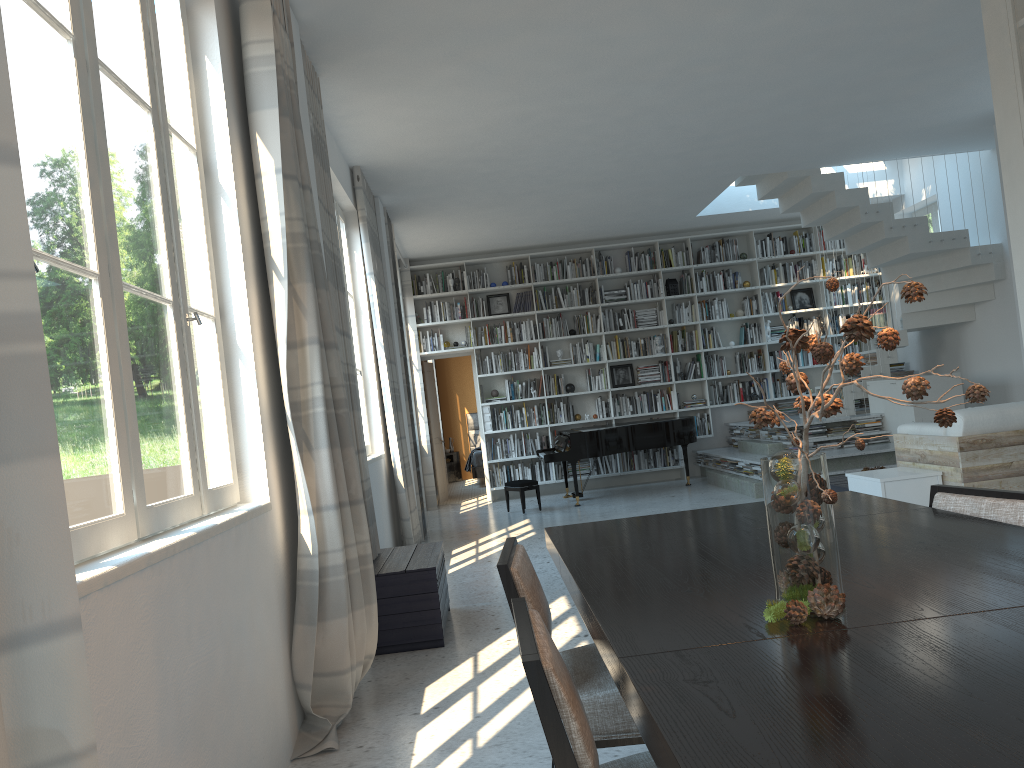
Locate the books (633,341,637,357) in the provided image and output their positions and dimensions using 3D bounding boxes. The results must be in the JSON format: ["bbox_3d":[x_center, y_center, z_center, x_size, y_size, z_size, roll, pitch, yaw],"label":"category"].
[{"bbox_3d":[1.601,-0.448,11.641,0.030,0.215,0.168,-7,-1,-2],"label":"books"}]

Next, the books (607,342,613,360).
[{"bbox_3d":[1.285,-0.426,11.633,0.042,0.242,0.162,-7,-1,-2],"label":"books"}]

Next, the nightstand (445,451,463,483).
[{"bbox_3d":[-1.228,1.491,15.730,0.650,0.518,0.431,-7,-1,1],"label":"nightstand"}]

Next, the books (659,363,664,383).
[{"bbox_3d":[1.955,-0.142,11.645,0.011,0.260,0.184,-7,-1,-2],"label":"books"}]

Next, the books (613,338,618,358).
[{"bbox_3d":[1.363,-0.455,11.652,0.010,0.284,0.136,-7,-1,-2],"label":"books"}]

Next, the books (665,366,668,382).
[{"bbox_3d":[2.019,-0.127,11.662,0.021,0.217,0.132,-7,-1,-2],"label":"books"}]

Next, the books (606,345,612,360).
[{"bbox_3d":[1.269,-0.407,11.620,0.053,0.208,0.156,-7,-1,-2],"label":"books"}]

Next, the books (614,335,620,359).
[{"bbox_3d":[1.375,-0.475,11.609,0.014,0.317,0.188,-7,-1,-2],"label":"books"}]

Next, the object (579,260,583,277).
[{"bbox_3d":[0.903,-1.493,11.644,0.010,0.246,0.157,-7,-1,-2],"label":"object"}]

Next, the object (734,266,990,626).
[{"bbox_3d":[0.562,0.100,1.507,0.317,0.601,0.542,-6,-1,-32],"label":"object"}]

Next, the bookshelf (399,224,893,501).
[{"bbox_3d":[1.851,-0.279,11.589,6.296,3.142,0.330,-7,-1,-2],"label":"bookshelf"}]

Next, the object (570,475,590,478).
[{"bbox_3d":[0.881,1.205,11.582,0.254,0.007,0.161,-7,-2,1],"label":"object"}]

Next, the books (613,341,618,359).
[{"bbox_3d":[1.347,-0.432,11.638,0.029,0.240,0.155,-7,-1,-2],"label":"books"}]

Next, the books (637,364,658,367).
[{"bbox_3d":[1.775,-0.239,11.644,0.254,0.012,0.161,-7,-2,2],"label":"books"}]

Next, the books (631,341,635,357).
[{"bbox_3d":[1.574,-0.446,11.639,0.024,0.216,0.175,-7,-1,-2],"label":"books"}]

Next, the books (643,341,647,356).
[{"bbox_3d":[1.733,-0.456,11.635,0.029,0.200,0.178,-7,-1,-2],"label":"books"}]

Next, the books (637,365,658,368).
[{"bbox_3d":[1.776,-0.227,11.646,0.254,0.012,0.161,-6,-2,-5],"label":"books"}]

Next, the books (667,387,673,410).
[{"bbox_3d":[2.074,0.193,11.654,0.011,0.300,0.149,-7,-1,-2],"label":"books"}]

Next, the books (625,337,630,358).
[{"bbox_3d":[1.513,-0.473,11.637,0.013,0.283,0.177,-7,-1,-2],"label":"books"}]

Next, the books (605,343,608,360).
[{"bbox_3d":[1.235,-0.416,11.644,0.011,0.235,0.142,-7,-1,-2],"label":"books"}]

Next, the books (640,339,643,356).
[{"bbox_3d":[1.683,-0.467,11.643,0.010,0.234,0.175,-7,-1,-2],"label":"books"}]

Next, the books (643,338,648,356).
[{"bbox_3d":[1.751,-0.481,11.626,0.012,0.245,0.186,-7,-1,-2],"label":"books"}]

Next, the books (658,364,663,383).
[{"bbox_3d":[1.943,-0.137,11.647,0.012,0.254,0.161,-7,-1,-2],"label":"books"}]

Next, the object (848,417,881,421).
[{"bbox_3d":[3.830,0.367,9.643,0.284,0.030,0.177,-7,-2,-2],"label":"object"}]

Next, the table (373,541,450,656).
[{"bbox_3d":[-0.637,1.170,4.913,0.523,0.415,0.926,-7,-2,-2],"label":"table"}]

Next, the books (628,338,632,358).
[{"bbox_3d":[1.534,-0.468,11.623,0.028,0.267,0.190,-7,-1,-2],"label":"books"}]

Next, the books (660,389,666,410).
[{"bbox_3d":[1.985,0.212,11.660,0.010,0.284,0.132,-7,-1,-2],"label":"books"}]

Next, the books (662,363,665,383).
[{"bbox_3d":[1.978,-0.142,11.657,0.013,0.256,0.163,-7,-1,-2],"label":"books"}]

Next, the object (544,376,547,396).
[{"bbox_3d":[0.432,0.028,11.609,0.012,0.270,0.130,-7,-1,-2],"label":"object"}]

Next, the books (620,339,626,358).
[{"bbox_3d":[1.456,-0.453,11.655,0.028,0.259,0.134,-7,-1,-2],"label":"books"}]

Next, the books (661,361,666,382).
[{"bbox_3d":[1.987,-0.159,11.657,0.011,0.288,0.152,-7,-1,-2],"label":"books"}]

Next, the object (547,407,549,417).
[{"bbox_3d":[0.464,0.401,11.590,0.012,0.254,0.161,-7,-1,-2],"label":"object"}]

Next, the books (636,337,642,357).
[{"bbox_3d":[1.670,-0.478,11.647,0.014,0.258,0.161,-7,-1,-2],"label":"books"}]

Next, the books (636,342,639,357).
[{"bbox_3d":[1.641,-0.444,11.654,0.050,0.199,0.145,-7,-1,-2],"label":"books"}]

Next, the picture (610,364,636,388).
[{"bbox_3d":[1.457,-0.106,11.684,0.300,0.299,0.077,-7,-1,-2],"label":"picture"}]

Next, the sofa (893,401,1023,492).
[{"bbox_3d":[3.660,0.463,5.555,2.194,0.854,0.871,-7,-1,-2],"label":"sofa"}]

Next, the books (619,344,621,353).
[{"bbox_3d":[1.404,-0.440,11.641,0.010,0.244,0.149,-7,-1,-2],"label":"books"}]

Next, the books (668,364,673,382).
[{"bbox_3d":[2.058,-0.139,11.636,0.034,0.229,0.199,-7,-1,-2],"label":"books"}]

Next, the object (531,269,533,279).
[{"bbox_3d":[0.251,-1.438,11.621,0.012,0.285,0.159,-7,-1,-2],"label":"object"}]

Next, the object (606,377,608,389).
[{"bbox_3d":[1.233,-0.036,11.644,0.017,0.216,0.103,-7,-1,-2],"label":"object"}]

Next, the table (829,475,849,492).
[{"bbox_3d":[3.326,0.888,7.600,1.269,0.218,1.258,-7,-2,-2],"label":"table"}]

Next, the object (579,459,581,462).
[{"bbox_3d":[0.852,0.974,11.551,0.086,0.087,0.086,-6,-1,-25],"label":"object"}]

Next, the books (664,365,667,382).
[{"bbox_3d":[2.002,-0.133,11.663,0.013,0.232,0.134,-7,-1,-2],"label":"books"}]

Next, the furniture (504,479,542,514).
[{"bbox_3d":[0.118,1.251,9.927,0.239,0.353,0.467,-6,-2,-27],"label":"furniture"}]

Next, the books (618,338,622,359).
[{"bbox_3d":[1.413,-0.460,11.624,0.010,0.281,0.170,-7,-1,-2],"label":"books"}]

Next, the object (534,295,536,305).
[{"bbox_3d":[0.295,-1.058,11.614,0.012,0.254,0.161,-7,-1,-2],"label":"object"}]

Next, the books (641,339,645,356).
[{"bbox_3d":[1.703,-0.465,11.632,0.029,0.224,0.185,-7,-1,-2],"label":"books"}]

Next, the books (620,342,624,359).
[{"bbox_3d":[1.432,-0.435,11.647,0.024,0.228,0.147,-7,-1,-2],"label":"books"}]

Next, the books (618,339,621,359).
[{"bbox_3d":[1.392,-0.451,11.608,0.015,0.266,0.189,-7,-1,-2],"label":"books"}]

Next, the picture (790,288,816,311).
[{"bbox_3d":[3.870,-1.121,11.795,0.300,0.299,0.077,-7,-1,-2],"label":"picture"}]

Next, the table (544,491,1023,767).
[{"bbox_3d":[0.734,0.765,1.992,1.086,0.736,2.200,-7,-2,-2],"label":"table"}]

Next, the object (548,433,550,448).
[{"bbox_3d":[0.481,0.757,11.604,0.017,0.290,0.089,-7,-1,-2],"label":"object"}]

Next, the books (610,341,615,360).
[{"bbox_3d":[1.318,-0.432,11.643,0.026,0.248,0.139,-7,-1,-2],"label":"books"}]

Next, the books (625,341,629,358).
[{"bbox_3d":[1.496,-0.447,11.643,0.025,0.236,0.137,-7,-1,-2],"label":"books"}]

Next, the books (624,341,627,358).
[{"bbox_3d":[1.479,-0.441,11.635,0.012,0.228,0.169,-7,-1,-2],"label":"books"}]

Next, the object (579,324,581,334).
[{"bbox_3d":[0.878,-0.742,11.636,0.010,0.225,0.142,-7,-1,-2],"label":"object"}]

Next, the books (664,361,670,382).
[{"bbox_3d":[2.032,-0.161,11.646,0.011,0.279,0.186,-7,-1,-2],"label":"books"}]

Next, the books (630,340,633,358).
[{"bbox_3d":[1.554,-0.461,11.651,0.011,0.251,0.130,-7,-1,-2],"label":"books"}]

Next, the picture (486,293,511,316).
[{"bbox_3d":[-0.172,-1.033,11.643,0.300,0.299,0.077,-7,-1,-2],"label":"picture"}]
